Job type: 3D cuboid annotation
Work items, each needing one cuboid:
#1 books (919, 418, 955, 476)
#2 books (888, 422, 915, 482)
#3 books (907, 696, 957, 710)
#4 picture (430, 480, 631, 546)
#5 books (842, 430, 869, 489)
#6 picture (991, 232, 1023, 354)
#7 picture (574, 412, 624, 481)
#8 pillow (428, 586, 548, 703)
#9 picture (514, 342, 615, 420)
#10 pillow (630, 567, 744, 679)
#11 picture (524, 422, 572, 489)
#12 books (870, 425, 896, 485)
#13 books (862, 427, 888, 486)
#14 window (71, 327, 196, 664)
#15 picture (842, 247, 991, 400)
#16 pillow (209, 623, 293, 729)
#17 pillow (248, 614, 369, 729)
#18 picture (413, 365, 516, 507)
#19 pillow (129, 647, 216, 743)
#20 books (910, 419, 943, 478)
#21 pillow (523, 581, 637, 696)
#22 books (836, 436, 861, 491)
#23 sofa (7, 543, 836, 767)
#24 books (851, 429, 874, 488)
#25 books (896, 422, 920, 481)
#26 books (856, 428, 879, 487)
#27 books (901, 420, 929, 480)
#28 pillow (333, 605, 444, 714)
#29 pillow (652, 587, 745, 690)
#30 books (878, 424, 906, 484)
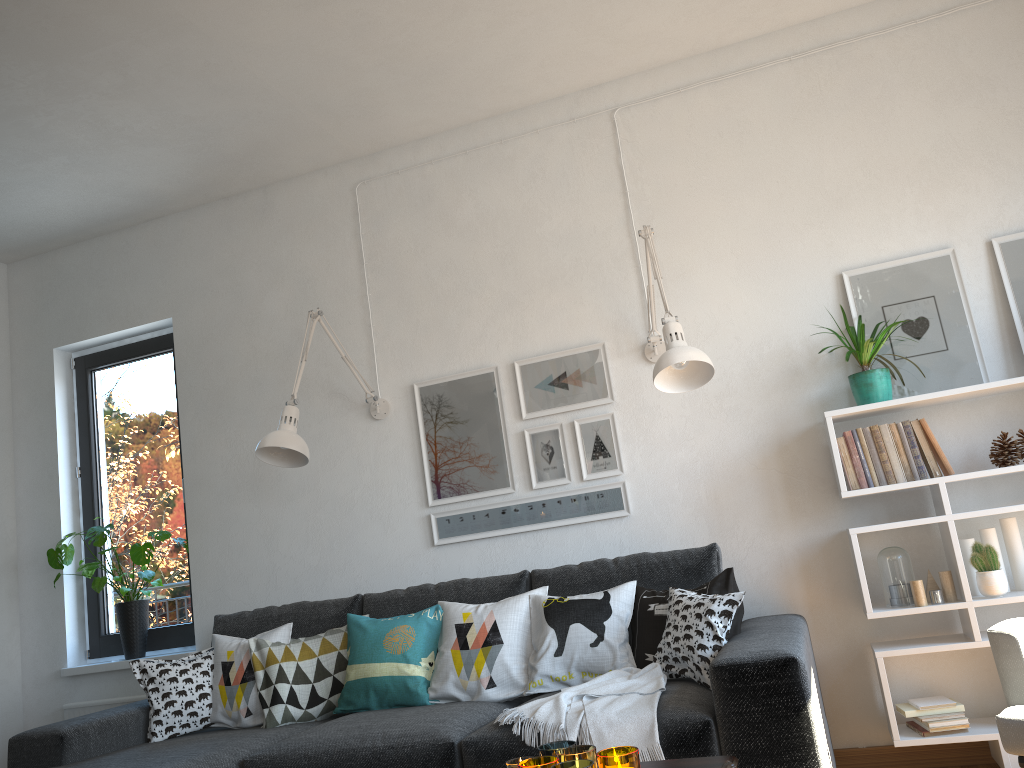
[{"bbox_3d":[1.434,0.217,3.007,0.070,0.203,0.132,-12,-12,18],"label":"books"},{"bbox_3d":[1.328,0.239,3.041,0.044,0.208,0.133,-11,-12,16],"label":"books"},{"bbox_3d":[1.383,1.050,2.922,0.116,0.010,0.141,-10,-12,7],"label":"books"},{"bbox_3d":[0.063,0.526,3.584,0.838,0.135,0.021,-12,-11,17],"label":"picture"},{"bbox_3d":[1.192,0.268,3.082,0.043,0.205,0.129,-12,-12,17],"label":"books"},{"bbox_3d":[1.926,-0.300,3.046,0.390,0.531,0.059,-12,-11,17],"label":"picture"},{"bbox_3d":[0.347,0.249,3.527,0.166,0.247,0.021,-12,-11,17],"label":"picture"},{"bbox_3d":[-0.088,0.918,3.053,0.437,0.367,0.285,-12,-12,17],"label":"pillow"},{"bbox_3d":[0.212,-0.010,3.611,0.390,0.247,0.021,-12,-11,17],"label":"picture"},{"bbox_3d":[0.566,0.793,2.868,0.450,0.357,0.234,-19,-15,42],"label":"pillow"},{"bbox_3d":[0.147,0.291,3.589,0.166,0.247,0.021,-12,-11,17],"label":"picture"},{"bbox_3d":[1.274,0.249,3.054,0.044,0.210,0.134,-12,-12,17],"label":"books"},{"bbox_3d":[1.250,0.256,3.065,0.044,0.208,0.136,-12,-12,17],"label":"books"},{"bbox_3d":[-2.399,5.581,17.472,13.992,18.321,24.413,-13,-12,23],"label":"window"},{"bbox_3d":[1.448,-0.200,3.194,0.390,0.531,0.059,-12,-11,17],"label":"picture"},{"bbox_3d":[-0.968,1.078,3.258,0.360,0.343,0.173,-12,-11,16],"label":"pillow"},{"bbox_3d":[-0.721,1.062,3.254,0.454,0.362,0.243,-5,-12,-16],"label":"pillow"},{"bbox_3d":[-0.202,0.218,3.714,0.390,0.532,0.013,-12,-11,17],"label":"picture"},{"bbox_3d":[-1.198,1.134,3.232,0.334,0.319,0.160,0,-14,-37],"label":"pillow"},{"bbox_3d":[1.404,0.223,3.020,0.061,0.211,0.128,-12,-12,18],"label":"books"},{"bbox_3d":[0.232,0.845,2.948,0.382,0.317,0.266,-12,-12,17],"label":"pillow"},{"bbox_3d":[1.166,0.281,3.084,0.048,0.191,0.124,-11,-12,16],"label":"books"},{"bbox_3d":[-0.454,1.026,2.475,2.510,0.845,2.167,-12,-12,17],"label":"sofa"},{"bbox_3d":[1.214,0.265,3.077,0.033,0.209,0.136,-12,-12,17],"label":"books"},{"bbox_3d":[1.350,0.237,3.036,0.035,0.204,0.131,-12,-12,17],"label":"books"},{"bbox_3d":[1.229,0.259,3.071,0.035,0.209,0.129,-12,-12,17],"label":"books"},{"bbox_3d":[1.370,0.231,3.030,0.044,0.207,0.133,-12,-12,17],"label":"books"},{"bbox_3d":[-0.420,0.971,3.155,0.414,0.339,0.273,-12,-12,16],"label":"pillow"},{"bbox_3d":[0.564,0.771,2.680,0.169,0.312,0.359,-1,-13,-32],"label":"pillow"},{"bbox_3d":[1.302,0.245,3.050,0.048,0.208,0.135,-12,-12,17],"label":"books"}]
